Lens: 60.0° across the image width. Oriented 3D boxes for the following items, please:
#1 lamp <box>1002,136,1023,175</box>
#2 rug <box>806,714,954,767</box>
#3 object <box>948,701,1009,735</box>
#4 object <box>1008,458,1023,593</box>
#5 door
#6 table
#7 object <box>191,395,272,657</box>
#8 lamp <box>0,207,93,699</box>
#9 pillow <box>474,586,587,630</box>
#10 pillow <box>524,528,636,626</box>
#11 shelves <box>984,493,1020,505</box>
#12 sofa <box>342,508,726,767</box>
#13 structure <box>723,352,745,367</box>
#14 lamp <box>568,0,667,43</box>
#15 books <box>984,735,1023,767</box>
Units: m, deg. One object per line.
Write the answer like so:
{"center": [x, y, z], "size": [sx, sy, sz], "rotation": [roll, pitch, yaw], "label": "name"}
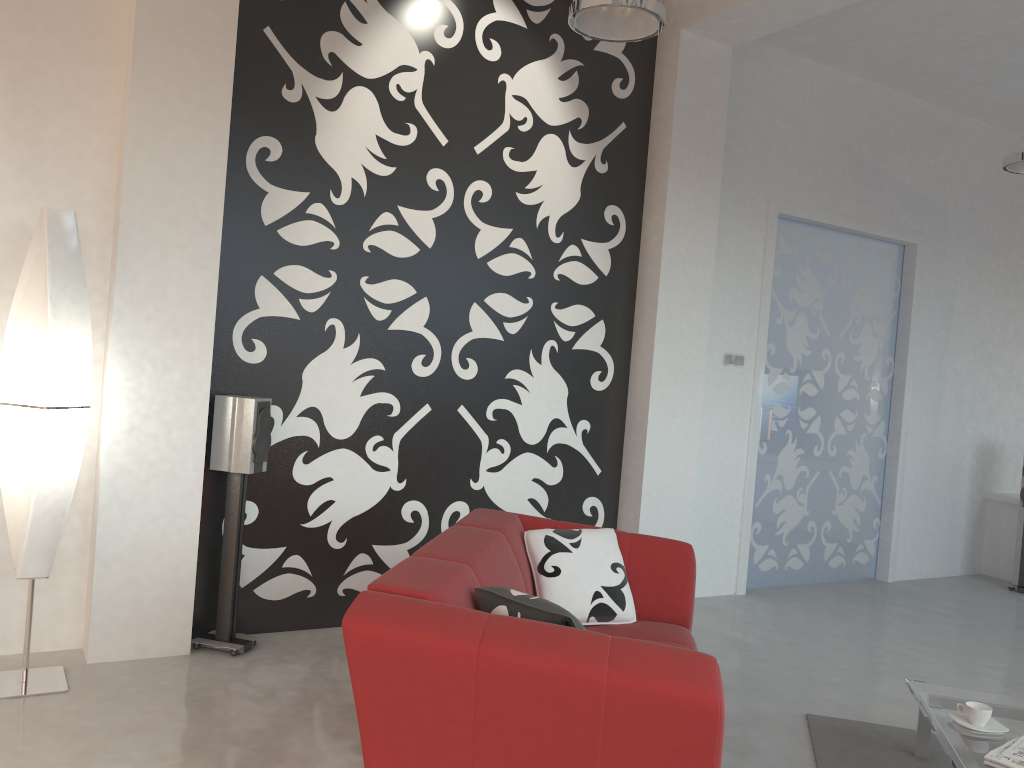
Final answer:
{"center": [3.012, -1.622, 4.997], "size": [0.379, 0.800, 0.379], "rotation": [4, 1, -34], "label": "lamp"}
{"center": [1.828, 1.432, 2.635], "size": [1.700, 0.025, 1.700], "rotation": [5, 1, 14], "label": "rug"}
{"center": [1.513, 1.079, 2.877], "size": [0.153, 0.069, 0.153], "rotation": [5, 1, -4], "label": "object"}
{"center": [3.865, 0.943, 6.544], "size": [0.255, 1.184, 0.273], "rotation": [6, 1, 44], "label": "object"}
{"center": [2.171, 0.126, 6.182], "size": [1.600, 2.550, 0.240], "rotation": [4, 1, -31], "label": "door"}
{"center": [1.851, 1.289, 2.629], "size": [1.097, 0.286, 1.162], "rotation": [5, 1, 14], "label": "table"}
{"center": [-1.222, 0.611, 3.901], "size": [0.229, 1.112, 0.214], "rotation": [5, 1, 14], "label": "object"}
{"center": [-1.766, 0.241, 3.326], "size": [0.313, 1.779, 0.313], "rotation": [4, 1, -23], "label": "lamp"}
{"center": [0.097, 0.752, 2.475], "size": [0.288, 0.343, 0.402], "rotation": [4, 1, -38], "label": "pillow"}
{"center": [0.263, 0.749, 3.459], "size": [0.402, 0.343, 0.288], "rotation": [4, 1, -23], "label": "pillow"}
{"center": [5.433, 1.066, 4.859], "size": [0.650, 0.050, 5.500], "rotation": [4, 1, -31], "label": "shelves"}
{"center": [0.167, 0.927, 2.953], "size": [0.951, 0.738, 1.929], "rotation": [5, 1, 9], "label": "sofa"}
{"center": [1.400, -0.152, 5.581], "size": [0.170, 0.080, 0.016], "rotation": [4, 1, -31], "label": "structure"}
{"center": [0.441, -1.805, 3.460], "size": [0.379, 0.800, 0.379], "rotation": [4, 1, -38], "label": "lamp"}
{"center": [1.623, 1.111, 2.555], "size": [0.345, 0.035, 0.367], "rotation": [4, 1, -41], "label": "books"}
